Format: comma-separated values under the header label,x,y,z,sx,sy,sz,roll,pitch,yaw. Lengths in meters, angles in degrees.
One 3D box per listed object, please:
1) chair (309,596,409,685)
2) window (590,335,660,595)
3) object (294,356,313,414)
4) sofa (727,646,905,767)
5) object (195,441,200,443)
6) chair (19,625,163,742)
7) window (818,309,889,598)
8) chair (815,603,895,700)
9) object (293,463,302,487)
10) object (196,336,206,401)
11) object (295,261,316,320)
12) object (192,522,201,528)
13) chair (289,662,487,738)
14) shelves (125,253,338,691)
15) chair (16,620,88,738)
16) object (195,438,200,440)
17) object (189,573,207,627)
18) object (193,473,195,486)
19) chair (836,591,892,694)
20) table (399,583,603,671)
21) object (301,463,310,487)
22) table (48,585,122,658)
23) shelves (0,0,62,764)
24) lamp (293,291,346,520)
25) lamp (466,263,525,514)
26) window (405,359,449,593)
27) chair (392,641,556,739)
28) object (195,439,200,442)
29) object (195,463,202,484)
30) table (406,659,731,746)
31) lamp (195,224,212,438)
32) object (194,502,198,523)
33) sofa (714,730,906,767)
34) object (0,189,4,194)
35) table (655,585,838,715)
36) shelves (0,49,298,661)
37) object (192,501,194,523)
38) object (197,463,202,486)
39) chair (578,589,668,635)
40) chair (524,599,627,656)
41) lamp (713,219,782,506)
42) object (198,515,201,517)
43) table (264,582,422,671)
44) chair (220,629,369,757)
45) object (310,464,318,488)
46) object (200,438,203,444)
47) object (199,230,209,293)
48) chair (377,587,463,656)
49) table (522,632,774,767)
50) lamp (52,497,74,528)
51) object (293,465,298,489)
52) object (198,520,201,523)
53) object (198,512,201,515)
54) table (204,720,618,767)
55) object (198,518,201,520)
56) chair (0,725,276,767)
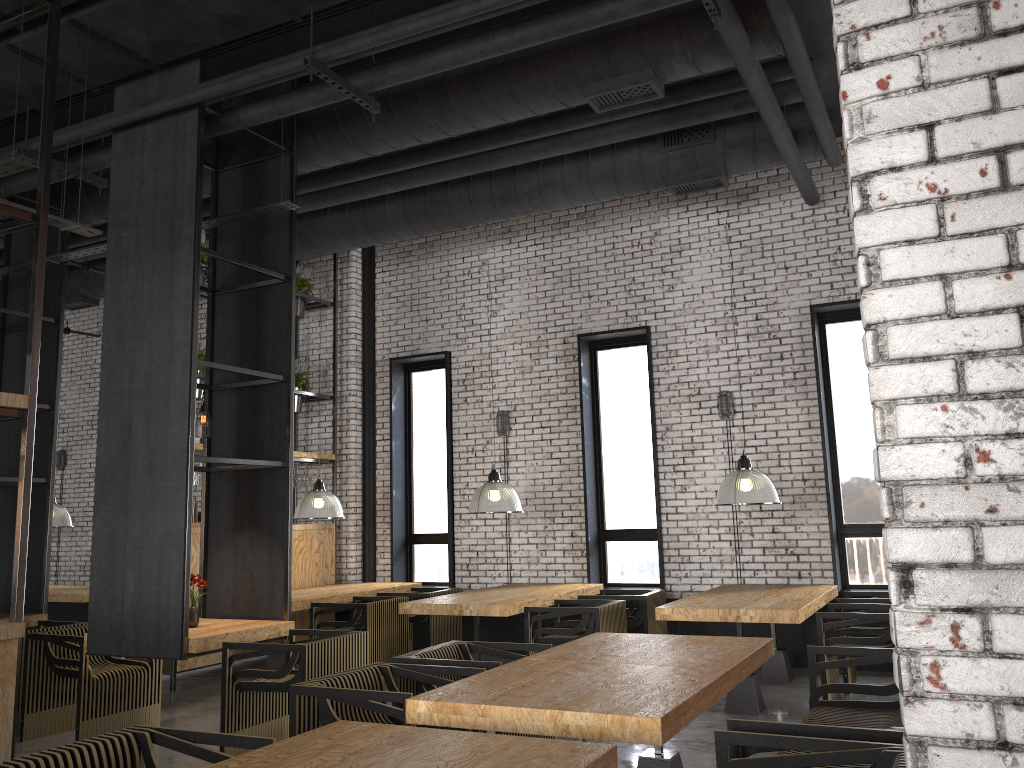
label,x,y,z,sx,sy,sz,roll,pitch,yaw
chair,-1.393,2.351,8.121,0.638,0.733,0.655,-6,-10,26
window,1.200,0.817,9.323,0.748,2.708,0.364,-6,-11,26
object,-2.525,0.059,10.179,0.416,0.561,0.466,7,-13,-44
sofa,1.431,1.586,3.628,0.640,0.732,1.801,-6,-10,26
object,-3.219,0.585,8.639,0.334,0.033,0.334,2,-10,-25
chair,-2.981,2.125,6.322,0.638,0.733,0.655,-7,-11,28
window,3.347,0.595,8.277,0.748,2.708,0.364,-6,-11,26
chair,2.530,1.944,6.199,0.638,0.733,0.655,-6,-10,26
object,-2.393,1.012,9.876,0.101,0.268,0.100,4,-11,-32
object,-3.186,-0.121,8.865,0.467,0.561,0.415,0,-9,-8
object,-2.533,-1.048,10.370,0.466,0.561,0.415,-8,-11,36
object,-3.242,1.364,8.528,0.411,0.050,0.410,-6,-10,25
chair,-0.543,1.702,4.008,0.638,0.733,0.655,-6,-10,26
shelves,-2.861,0.419,9.453,0.689,5.036,2.327,-6,-11,26
chair,-3.673,2.197,6.659,0.638,0.733,0.655,-7,-10,28
object,-3.219,0.547,8.645,0.335,0.037,0.333,-1,-9,-7
object,-2.170,1.477,6.074,0.156,0.356,0.170,1,-10,-16
object,-3.218,0.884,8.874,0.101,0.268,0.100,3,-11,-27
chair,3.004,2.069,7.116,0.638,0.733,0.655,-6,-10,25
table,-0.006,2.275,7.998,0.999,0.766,2.111,-6,-10,26
object,-2.327,1.030,10.007,0.101,0.268,0.100,4,-11,-32
table,-6.197,2.878,10.767,4.132,0.766,0.998,-6,-10,26
shelves,-3.241,-0.606,2.623,0.689,5.036,3.650,-6,-10,26
lamp,-2.000,0.184,9.225,0.536,2.414,0.535,3,-11,-27
lamp,-0.188,-0.003,8.343,0.536,2.414,0.535,3,-11,-27
window,-0.965,1.041,10.377,0.748,2.708,0.364,-6,-11,26
chair,-0.192,1.802,4.734,0.638,0.733,0.655,-6,-10,25
object,-3.221,0.565,8.642,0.334,0.046,0.333,-3,-9,7
object,-3.028,0.840,8.620,0.101,0.268,0.100,3,-11,-27
table,0.277,1.587,3.522,0.999,0.766,0.994,-6,-10,26
lamp,-2.200,-0.414,6.384,0.108,1.604,0.108,-1,-10,-2
object,-3.083,1.270,8.619,0.056,0.250,0.056,-5,-10,18
sofa,0.555,1.349,1.893,0.640,0.732,1.801,-6,-10,26
object,-2.628,-0.874,4.001,0.416,0.561,0.466,-5,-10,20
table,1.961,2.071,7.040,0.999,0.766,2.111,-6,-10,26
shelves,-4.530,-0.144,7.489,6.142,4.381,1.000,-6,-11,26
object,-3.131,1.188,8.563,0.107,0.369,0.070,-6,-11,25
object,-3.152,0.902,9.005,0.101,0.268,0.100,3,-11,-27
chair,1.022,2.274,8.081,0.638,0.733,0.655,-6,-10,23
chair,0.530,2.151,7.173,0.638,0.733,0.655,-6,-10,25
lamp,1.862,-0.215,7.345,0.536,2.414,0.535,3,-11,-27
object,-3.035,1.343,8.837,0.257,0.072,0.256,-1,-9,-2
table,-1.896,2.470,8.918,0.999,0.766,2.111,-6,-10,26
chair,-1.350,1.962,5.561,0.638,0.733,0.655,-6,-10,24
object,-2.262,1.048,10.137,0.101,0.268,0.100,4,-11,-32
object,-3.088,0.407,8.946,0.098,0.473,0.098,-2,-10,4
object,-3.261,-1.224,9.065,0.416,0.561,0.466,-2,-9,1
chair,-0.946,2.479,9.050,0.638,0.733,0.655,-6,-10,24
table,0.725,1.708,4.408,0.999,0.766,0.994,-6,-10,26
lamp,-5.598,0.538,10.856,0.536,2.414,0.535,3,-11,-27
object,-2.518,1.074,10.262,0.101,0.268,0.100,4,-11,-32
object,-3.034,1.391,8.829,0.257,0.068,0.256,-7,-10,33
object,-3.035,1.314,8.844,0.257,0.077,0.256,3,-10,-26
table,-0.351,1.422,2.315,0.999,0.766,0.994,-6,-10,26
object,-3.035,1.368,8.833,0.256,0.076,0.256,-6,-10,26
chair,-1.200,1.529,2.737,0.638,0.733,0.655,-6,-10,25
